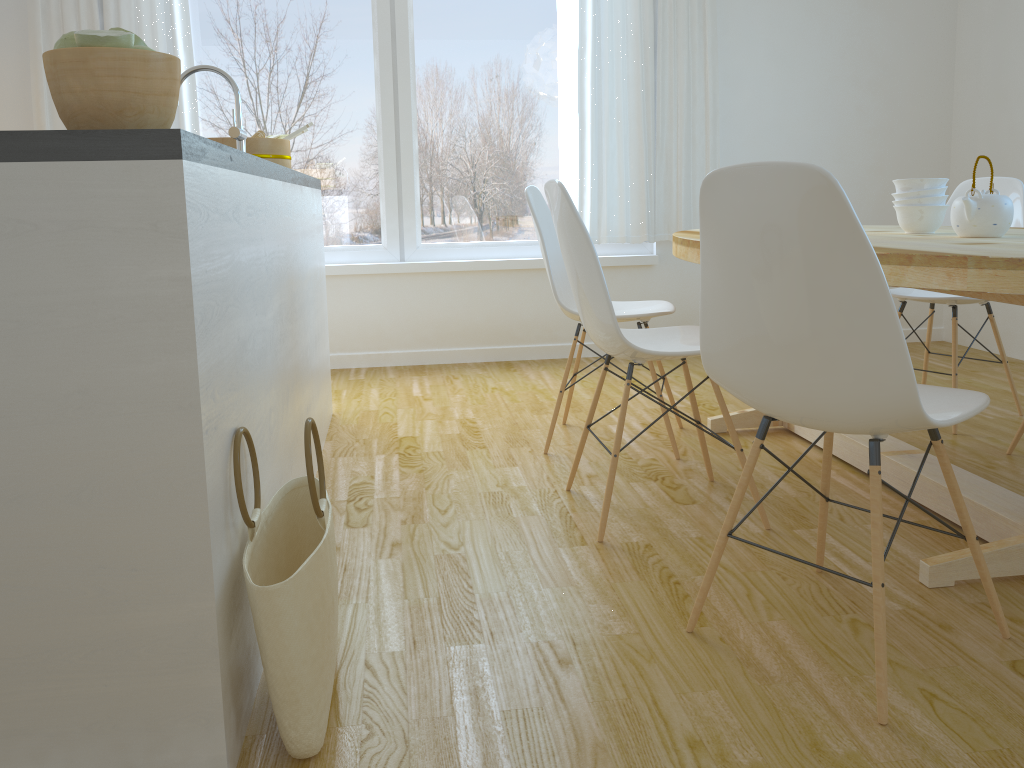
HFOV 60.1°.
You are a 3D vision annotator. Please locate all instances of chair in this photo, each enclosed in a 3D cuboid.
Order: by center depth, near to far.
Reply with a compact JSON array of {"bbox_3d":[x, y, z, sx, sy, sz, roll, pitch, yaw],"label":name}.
[{"bbox_3d":[0.611,0.049,1.634,0.525,0.893,0.432,-8,11,-37],"label":"chair"},{"bbox_3d":[1.880,-0.186,2.641,0.523,0.893,0.434,-3,9,-8],"label":"chair"},{"bbox_3d":[0.328,-0.243,3.088,0.523,0.893,0.434,1,9,12],"label":"chair"},{"bbox_3d":[1.657,-0.330,3.364,0.525,0.893,0.432,-7,11,-32],"label":"chair"}]

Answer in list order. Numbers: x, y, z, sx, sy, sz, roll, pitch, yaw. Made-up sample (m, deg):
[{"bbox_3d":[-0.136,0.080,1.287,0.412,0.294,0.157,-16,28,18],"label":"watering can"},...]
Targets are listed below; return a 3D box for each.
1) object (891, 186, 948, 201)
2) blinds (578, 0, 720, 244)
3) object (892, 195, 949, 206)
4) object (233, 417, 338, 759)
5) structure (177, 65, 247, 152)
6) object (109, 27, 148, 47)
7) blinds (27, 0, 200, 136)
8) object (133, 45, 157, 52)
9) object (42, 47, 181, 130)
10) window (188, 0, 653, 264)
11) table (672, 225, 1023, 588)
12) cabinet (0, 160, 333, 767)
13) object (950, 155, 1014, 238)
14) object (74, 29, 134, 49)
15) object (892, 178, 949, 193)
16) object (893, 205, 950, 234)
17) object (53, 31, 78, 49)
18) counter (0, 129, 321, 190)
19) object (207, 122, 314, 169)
[{"bbox_3d":[1.198,-0.532,2.606,0.151,0.095,0.153,0,11,9],"label":"object"},{"bbox_3d":[0.719,-1.800,4.542,0.795,2.140,0.151,-2,8,-7],"label":"blinds"},{"bbox_3d":[1.201,-0.509,2.609,0.151,0.092,0.153,5,13,31],"label":"object"},{"bbox_3d":[0.044,0.249,1.736,1.193,0.497,0.474,-8,12,-29],"label":"object"},{"bbox_3d":[-0.677,-0.604,1.967,0.162,0.213,0.098,-3,9,-7],"label":"structure"},{"bbox_3d":[-0.653,-0.563,1.499,0.077,0.071,0.074,2,10,17],"label":"object"},{"bbox_3d":[-1.920,-1.668,4.192,0.795,2.140,0.151,-3,8,-8],"label":"blinds"},{"bbox_3d":[-0.613,-0.511,1.454,0.082,0.085,0.098,-10,14,-42],"label":"object"},{"bbox_3d":[-0.645,-0.460,1.445,0.206,0.140,0.206,9,14,43],"label":"object"},{"bbox_3d":[-0.606,-1.594,4.586,2.727,1.901,0.089,-3,8,-8],"label":"window"},{"bbox_3d":[1.134,-0.067,2.566,1.194,0.718,2.212,-3,11,-9],"label":"table"},{"bbox_3d":[-0.883,-0.072,2.365,0.601,0.901,2.425,-3,11,-7],"label":"cabinet"},{"bbox_3d":[1.217,-0.490,2.314,0.177,0.210,0.148,-3,9,-8],"label":"object"},{"bbox_3d":[-0.632,-0.524,1.376,0.086,0.065,0.085,0,10,4],"label":"object"},{"bbox_3d":[1.200,-0.560,2.604,0.152,0.086,0.153,3,12,20],"label":"object"},{"bbox_3d":[1.205,-0.486,2.611,0.152,0.082,0.153,5,13,31],"label":"object"},{"bbox_3d":[-0.694,-0.521,1.441,0.086,0.098,0.103,1,10,13],"label":"object"},{"bbox_3d":[-0.893,-0.538,2.298,0.601,0.040,2.425,-3,12,-7],"label":"counter"},{"bbox_3d":[-0.990,-0.857,3.244,0.379,0.212,0.434,3,12,20],"label":"object"}]
